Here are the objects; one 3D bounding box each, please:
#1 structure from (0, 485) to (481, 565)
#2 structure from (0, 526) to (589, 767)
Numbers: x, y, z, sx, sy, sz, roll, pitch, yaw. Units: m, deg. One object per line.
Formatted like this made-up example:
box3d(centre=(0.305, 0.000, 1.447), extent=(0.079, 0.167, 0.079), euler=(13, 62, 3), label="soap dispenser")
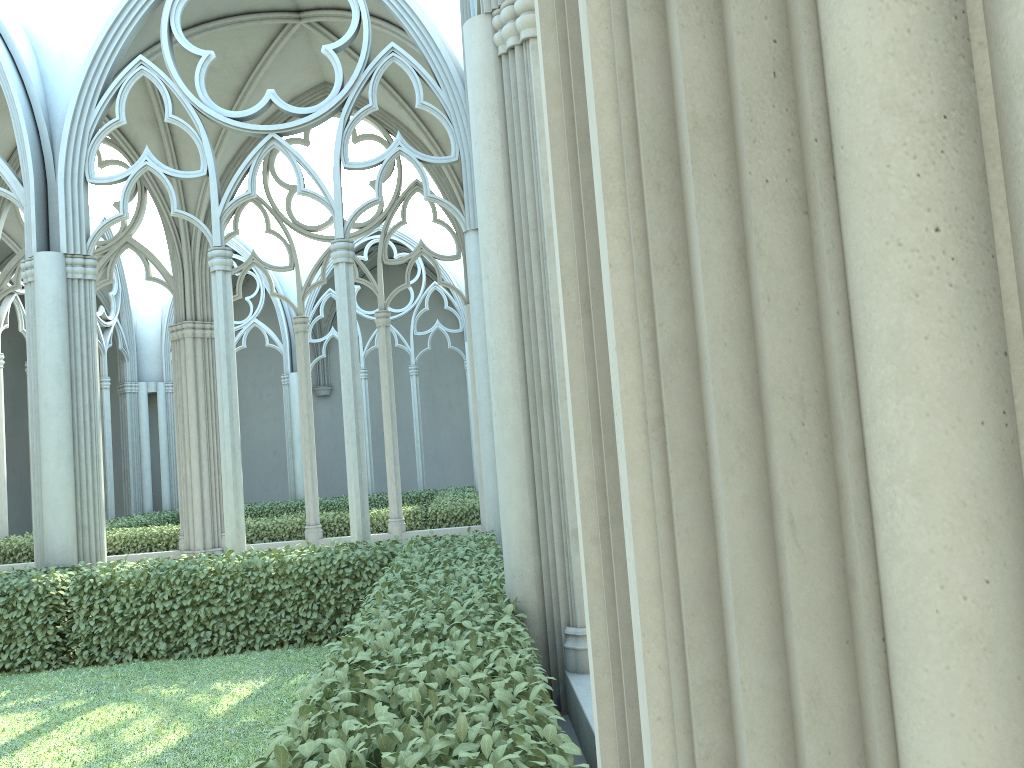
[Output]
box3d(centre=(-4.568, 2.909, 17.848), extent=(7.995, 0.963, 8.018), euler=(-4, -4, -3), label="structure")
box3d(centre=(-3.884, 1.858, 4.843), extent=(7.995, 0.963, 8.018), euler=(-4, -4, -3), label="structure")
